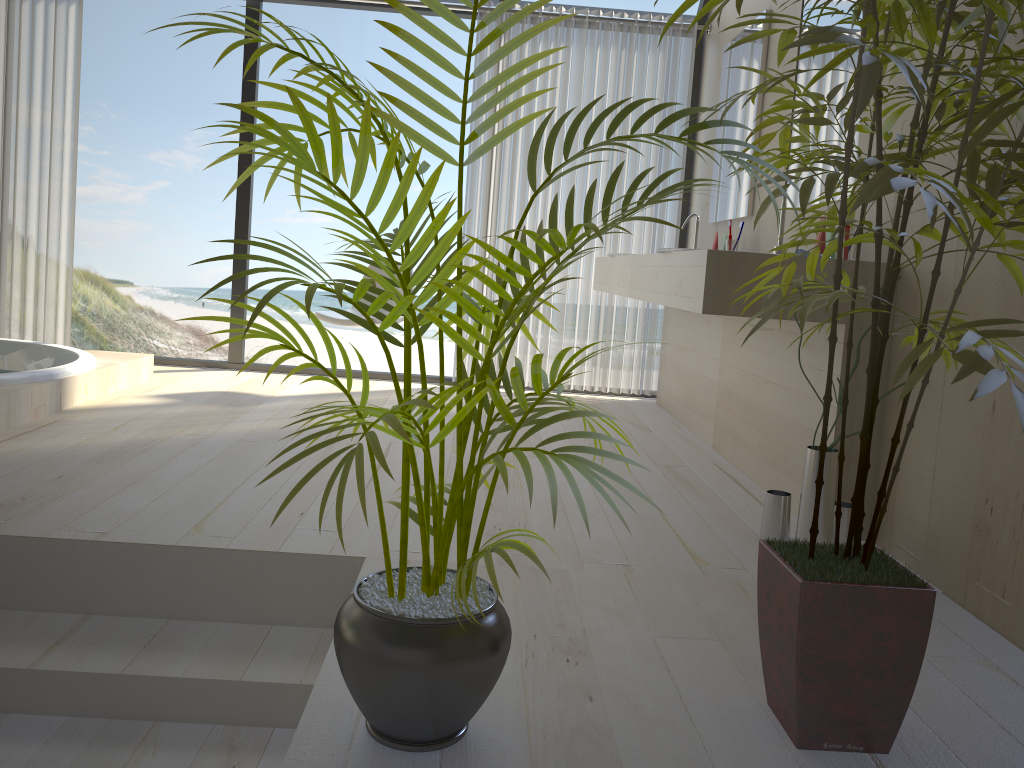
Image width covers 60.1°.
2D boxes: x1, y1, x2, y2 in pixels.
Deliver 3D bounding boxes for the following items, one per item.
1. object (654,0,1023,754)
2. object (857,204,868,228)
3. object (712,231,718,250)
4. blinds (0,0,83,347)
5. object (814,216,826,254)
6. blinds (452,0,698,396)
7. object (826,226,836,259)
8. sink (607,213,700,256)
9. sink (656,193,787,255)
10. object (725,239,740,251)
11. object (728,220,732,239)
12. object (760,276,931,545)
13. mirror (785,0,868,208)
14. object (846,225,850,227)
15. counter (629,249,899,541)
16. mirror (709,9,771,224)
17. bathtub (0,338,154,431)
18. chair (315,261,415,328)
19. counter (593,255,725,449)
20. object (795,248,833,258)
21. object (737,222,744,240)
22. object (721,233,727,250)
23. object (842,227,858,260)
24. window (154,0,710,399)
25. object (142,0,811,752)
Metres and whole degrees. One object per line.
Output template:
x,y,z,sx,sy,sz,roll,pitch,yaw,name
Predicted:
0.622,-0.313,1.325,0.788,1.749,0.938,6,5,23,object
0.984,-0.438,2.537,0.054,0.174,0.012,6,5,23,object
0.880,-0.593,3.834,0.039,0.134,0.039,0,6,-43,object
-2.909,-1.221,4.740,1.182,2.061,0.084,4,4,-2,blinds
0.918,-0.432,2.632,0.039,0.134,0.039,8,6,39,object
0.335,-0.997,4.860,1.182,2.061,0.084,4,4,-2,blinds
0.982,-0.440,2.727,0.039,0.134,0.039,8,6,39,object
0.702,-0.605,4.172,0.504,0.417,0.577,4,6,1,sink
0.740,-0.444,2.970,0.504,0.417,0.577,4,6,1,sink
0.929,-0.561,3.749,0.058,0.100,0.059,5,5,4,object
0.914,-0.601,3.722,0.012,0.177,0.050,7,5,37,object
0.893,0.088,2.305,0.406,0.746,0.275,3,5,-14,object
1.100,-1.052,3.056,0.023,0.864,0.657,4,5,-2,mirror
0.952,-0.440,2.520,0.012,0.177,0.050,7,5,37,object
0.756,-0.035,3.035,0.550,0.787,1.212,4,6,-2,counter
1.040,-1.192,4.088,0.023,0.864,0.657,4,5,-2,mirror
-2.672,-0.030,3.567,1.821,0.695,1.657,4,7,-2,bathtub
-0.729,-0.460,4.513,0.370,0.346,0.455,7,7,26,chair
0.718,-0.196,4.237,0.550,0.787,1.212,4,6,-2,counter
0.873,-0.377,2.567,0.105,0.029,0.032,10,8,38,object
0.946,-0.599,3.739,0.054,0.174,0.012,6,5,23,object
0.943,-0.601,3.929,0.039,0.134,0.039,0,6,-43,object
0.967,-0.399,2.546,0.058,0.100,0.059,5,5,8,object
-1.247,-1.421,4.583,4.559,2.801,0.748,4,4,-2,window
-0.144,-0.075,1.276,0.919,1.152,0.752,8,6,31,object
